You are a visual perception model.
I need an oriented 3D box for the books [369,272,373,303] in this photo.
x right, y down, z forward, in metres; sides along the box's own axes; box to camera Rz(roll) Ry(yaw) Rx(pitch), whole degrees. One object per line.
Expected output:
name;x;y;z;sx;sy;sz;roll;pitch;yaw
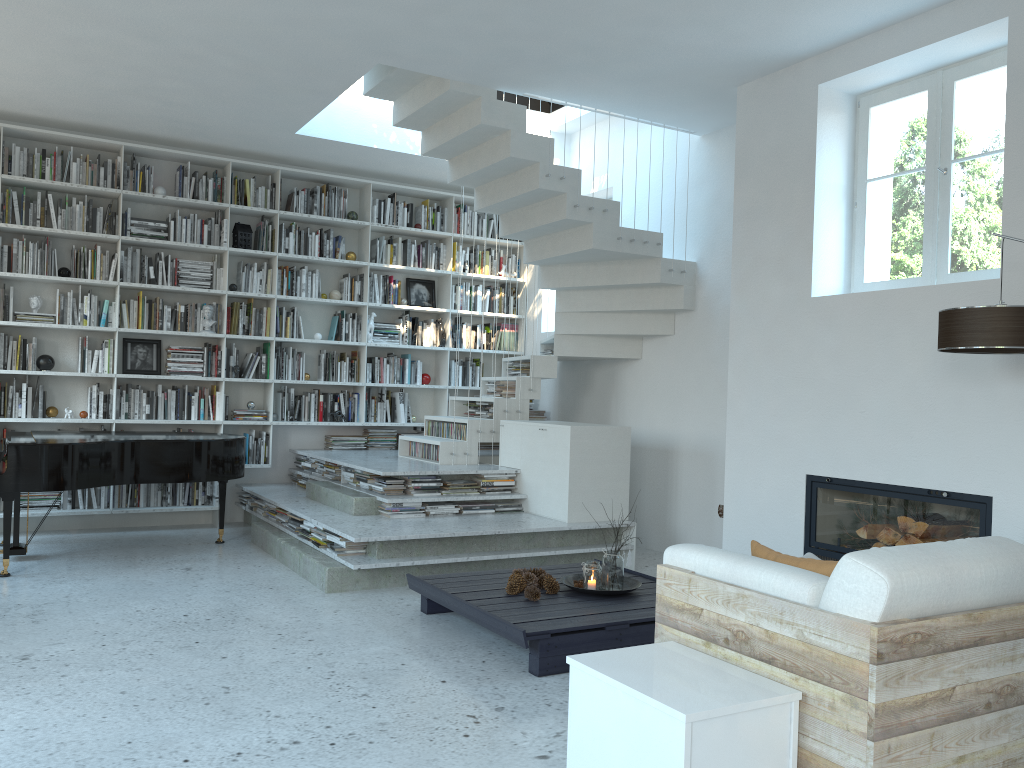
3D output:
books;-1.347;-0.894;8.347;0.015;0.301;0.140;2;0;-30

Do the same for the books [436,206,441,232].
books;-0.736;-1.595;8.686;0.025;0.279;0.136;2;0;-30

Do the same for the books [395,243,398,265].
books;-1.132;-1.221;8.470;0.024;0.236;0.146;2;0;-30

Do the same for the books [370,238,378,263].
books;-1.301;-1.236;8.361;0.012;0.254;0.161;2;0;-30

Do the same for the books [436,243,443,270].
books;-0.721;-1.229;8.689;0.026;0.284;0.147;2;0;-30

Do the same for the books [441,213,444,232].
books;-0.716;-1.560;8.705;0.031;0.211;0.131;2;0;-30

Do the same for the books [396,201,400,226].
books;-1.109;-1.601;8.450;0.014;0.262;0.168;2;0;-30

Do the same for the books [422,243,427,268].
books;-0.870;-1.225;8.602;0.023;0.264;0.156;2;0;-30

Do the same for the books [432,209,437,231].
books;-0.785;-1.575;8.631;0.018;0.235;0.186;2;0;-30

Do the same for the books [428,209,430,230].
books;-0.837;-1.572;8.601;0.007;0.226;0.170;2;0;-30

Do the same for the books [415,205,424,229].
books;-0.896;-1.589;8.567;0.019;0.256;0.169;2;0;-30

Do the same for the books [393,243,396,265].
books;-1.149;-1.216;8.444;0.030;0.224;0.158;2;0;-30

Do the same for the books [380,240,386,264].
books;-1.232;-1.232;8.408;0.026;0.250;0.130;2;0;-30

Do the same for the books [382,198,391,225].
books;-1.203;-1.612;8.402;0.048;0.278;0.150;2;0;-30

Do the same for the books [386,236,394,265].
books;-1.166;-1.252;8.434;0.011;0.296;0.162;2;0;-30

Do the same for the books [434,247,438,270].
books;-0.773;-1.210;8.652;0.030;0.241;0.162;2;0;-30

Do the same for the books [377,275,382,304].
books;-1.268;-0.883;8.396;0.012;0.285;0.159;2;0;-30

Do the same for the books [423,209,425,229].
books;-0.886;-1.571;8.576;0.008;0.220;0.182;2;0;-30

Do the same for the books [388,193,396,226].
books;-1.144;-1.637;8.425;0.014;0.332;0.180;2;0;-30

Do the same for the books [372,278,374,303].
books;-1.332;-0.867;8.346;0.011;0.248;0.155;2;0;-30

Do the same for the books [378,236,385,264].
books;-1.261;-1.249;8.382;0.051;0.282;0.166;2;0;-30

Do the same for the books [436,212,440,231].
books;-0.752;-1.561;8.657;0.029;0.210;0.169;2;0;-30

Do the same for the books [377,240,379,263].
books;-1.289;-1.227;8.366;0.013;0.236;0.141;2;0;-30

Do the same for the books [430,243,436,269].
books;-0.798;-1.226;8.629;0.036;0.272;0.177;2;0;-30

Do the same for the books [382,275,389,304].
books;-1.213;-0.883;8.412;0.012;0.287;0.176;2;0;-30

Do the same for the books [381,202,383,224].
books;-1.258;-1.591;8.371;0.024;0.231;0.168;2;0;-30

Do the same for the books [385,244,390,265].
books;-1.199;-1.209;8.401;0.025;0.207;0.175;2;0;-30

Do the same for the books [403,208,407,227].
books;-1.054;-1.568;8.477;0.024;0.202;0.190;2;0;-30

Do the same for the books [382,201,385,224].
books;-1.244;-1.599;8.399;0.027;0.249;0.140;2;0;-30

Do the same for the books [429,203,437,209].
books;-0.778;-1.606;8.658;0.020;0.299;0.131;2;0;-30

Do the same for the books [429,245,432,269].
books;-0.823;-1.215;8.625;0.011;0.249;0.152;2;0;-30

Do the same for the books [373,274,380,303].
books;-1.301;-0.887;8.370;0.065;0.289;0.145;2;0;-30

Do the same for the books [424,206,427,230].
books;-0.871;-1.586;8.591;0.016;0.252;0.189;2;0;-30

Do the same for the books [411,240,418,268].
books;-0.955;-1.237;8.562;0.048;0.283;0.162;2;0;-30

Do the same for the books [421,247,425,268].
books;-0.890;-1.202;8.581;0.031;0.217;0.165;2;0;-30

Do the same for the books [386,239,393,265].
books;-1.178;-1.235;8.418;0.026;0.261;0.167;2;0;-30

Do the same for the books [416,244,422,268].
books;-0.917;-1.215;8.557;0.014;0.240;0.189;2;0;-30

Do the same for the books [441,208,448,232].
books;-0.680;-1.585;8.700;0.026;0.263;0.163;2;0;-30

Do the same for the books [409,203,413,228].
books;-0.999;-1.594;8.521;0.030;0.257;0.164;2;0;-30

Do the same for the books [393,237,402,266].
books;-1.100;-1.246;8.464;0.026;0.288;0.156;2;0;-30

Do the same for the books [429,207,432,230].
books;-0.825;-1.583;8.616;0.031;0.248;0.164;2;0;-30

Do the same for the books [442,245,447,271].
books;-0.695;-1.219;8.701;0.031;0.265;0.169;2;0;-30

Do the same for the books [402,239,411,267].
books;-1.032;-1.232;8.454;0.032;0.265;0.245;2;0;-30

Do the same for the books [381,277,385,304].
books;-1.249;-0.874;8.419;0.043;0.269;0.131;2;0;-30

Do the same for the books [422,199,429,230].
books;-0.845;-1.620;8.605;0.007;0.321;0.165;2;0;-30

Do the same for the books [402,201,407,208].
books;-1.051;-1.607;8.509;0.012;0.279;0.153;2;0;-30

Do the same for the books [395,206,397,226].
books;-1.139;-1.581;8.457;0.030;0.220;0.133;2;0;-30

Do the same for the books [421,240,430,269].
books;-0.844;-1.239;8.601;0.022;0.294;0.180;2;0;-30

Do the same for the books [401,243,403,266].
books;-1.083;-1.220;8.485;0.025;0.238;0.142;2;0;-30

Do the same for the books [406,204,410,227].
books;-1.024;-1.593;8.521;0.012;0.254;0.161;2;0;-30

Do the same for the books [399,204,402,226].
books;-1.095;-1.587;8.460;0.022;0.236;0.172;2;0;-30

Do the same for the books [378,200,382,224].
books;-1.276;-1.597;8.351;0.026;0.242;0.184;2;0;-30

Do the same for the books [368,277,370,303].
books;-1.374;-0.872;8.348;0.030;0.253;0.128;2;0;-30

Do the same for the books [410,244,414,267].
books;-0.990;-1.213;8.511;0.030;0.230;0.187;2;0;-30

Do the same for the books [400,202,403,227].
books;-1.080;-1.595;8.478;0.021;0.254;0.151;2;0;-30

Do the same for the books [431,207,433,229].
books;-0.811;-1.586;8.641;0.017;0.257;0.146;2;0;-30

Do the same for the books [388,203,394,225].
books;-1.171;-1.587;8.423;0.030;0.231;0.148;2;0;-30

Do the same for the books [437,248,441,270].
books;-0.744;-1.205;8.680;0.022;0.234;0.158;2;0;-30
